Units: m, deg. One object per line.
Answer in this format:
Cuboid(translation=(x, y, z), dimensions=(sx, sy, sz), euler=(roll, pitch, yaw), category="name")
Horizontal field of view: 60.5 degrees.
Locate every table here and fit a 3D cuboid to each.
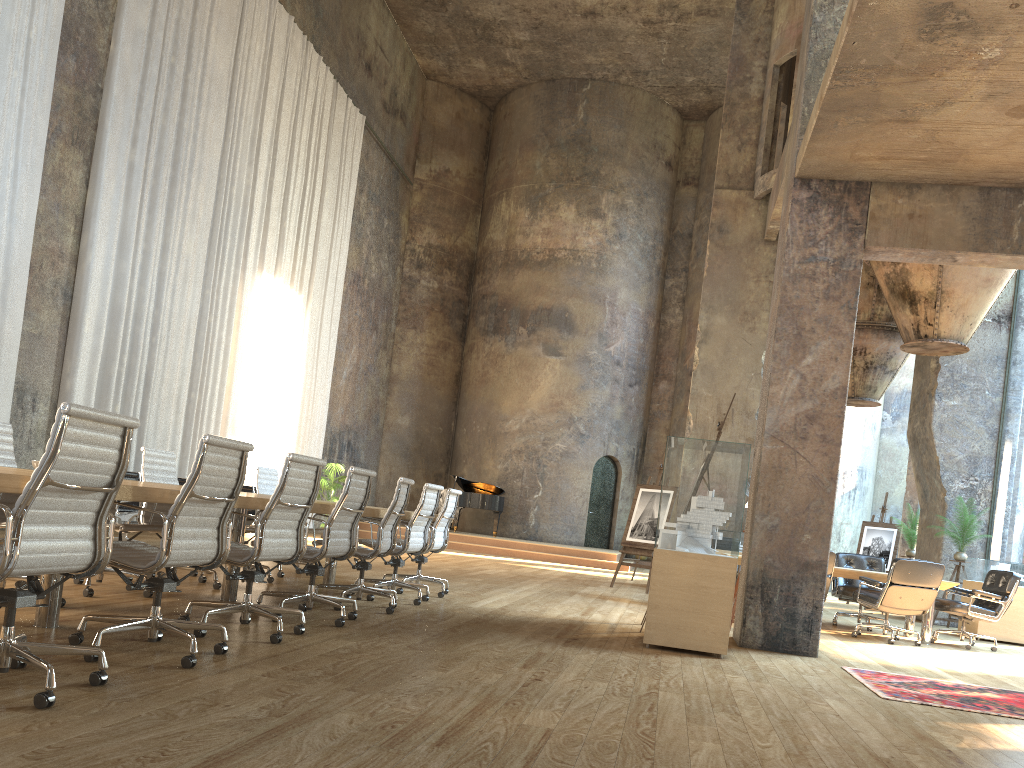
Cuboid(translation=(-2.120, 1.022, 5.489), dimensions=(1.597, 0.753, 7.804), euler=(5, -9, 11), category="table")
Cuboid(translation=(3.609, 2.435, 10.035), dimensions=(2.403, 0.696, 1.117), euler=(5, -7, 11), category="table")

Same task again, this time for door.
Cuboid(translation=(2.169, 2.887, 21.584), dimensions=(0.910, 2.284, 0.091), euler=(8, -2, -31), category="door")

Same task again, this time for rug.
Cuboid(translation=(3.550, 2.116, 5.729), dimensions=(2.456, 0.009, 1.362), euler=(5, -9, 11), category="rug")

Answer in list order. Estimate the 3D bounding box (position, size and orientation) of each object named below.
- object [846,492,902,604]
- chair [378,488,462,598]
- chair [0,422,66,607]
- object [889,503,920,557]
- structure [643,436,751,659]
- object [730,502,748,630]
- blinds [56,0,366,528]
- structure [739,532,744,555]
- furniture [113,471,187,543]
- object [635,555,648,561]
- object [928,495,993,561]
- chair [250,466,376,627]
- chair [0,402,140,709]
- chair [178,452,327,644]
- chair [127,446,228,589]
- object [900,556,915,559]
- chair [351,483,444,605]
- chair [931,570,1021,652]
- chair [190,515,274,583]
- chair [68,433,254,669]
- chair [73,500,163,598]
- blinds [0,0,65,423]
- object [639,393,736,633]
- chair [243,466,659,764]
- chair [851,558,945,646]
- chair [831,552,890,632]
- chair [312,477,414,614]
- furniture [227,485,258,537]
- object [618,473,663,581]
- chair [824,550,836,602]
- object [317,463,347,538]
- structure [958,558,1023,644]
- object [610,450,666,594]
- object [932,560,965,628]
Cuboid(translation=(6.630, 2.998, 15.916), dimensions=(0.697, 2.135, 0.692), euler=(5, -2, 40), category="object")
Cuboid(translation=(-0.878, 1.482, 8.389), dimensions=(0.696, 1.020, 0.672), euler=(6, -3, 16), category="chair")
Cuboid(translation=(-2.851, 0.737, 5.061), dimensions=(0.696, 1.020, 0.672), euler=(6, -3, 16), category="chair")
Cuboid(translation=(6.715, 2.441, 14.771), dimensions=(0.684, 0.934, 0.870), euler=(5, -5, 32), category="object")
Cuboid(translation=(1.390, 1.230, 6.673), dimensions=(0.593, 1.539, 0.749), euler=(6, -2, 11), category="structure")
Cuboid(translation=(2.339, 1.714, 8.212), dimensions=(0.569, 1.290, 0.664), euler=(6, -3, 11), category="object")
Cuboid(translation=(-4.242, -1.919, 14.332), dimensions=(0.274, 8.593, 7.912), euler=(7, -4, 12), category="blinds")
Cuboid(translation=(3.141, 2.692, 13.119), dimensions=(0.741, 1.009, 0.742), euler=(6, -4, 11), category="structure")
Cuboid(translation=(-4.231, 1.565, 10.979), dimensions=(0.706, 0.835, 1.893), euler=(6, -7, 11), category="furniture")
Cuboid(translation=(3.294, 3.881, 21.766), dimensions=(0.908, 0.985, 0.918), euler=(5, -5, 22), category="object")
Cuboid(translation=(6.261, 2.018, 12.354), dimensions=(0.856, 0.935, 0.695), euler=(6, -4, 13), category="object")
Cuboid(translation=(-1.309, 1.031, 5.772), dimensions=(0.696, 1.020, 0.672), euler=(6, -3, 16), category="chair")
Cuboid(translation=(-1.784, 0.569, 3.117), dimensions=(0.696, 1.020, 0.672), euler=(6, -3, 14), category="chair")
Cuboid(translation=(-1.468, 0.880, 4.906), dimensions=(0.696, 1.020, 0.673), euler=(6, -4, 19), category="chair")
Cuboid(translation=(-2.537, 1.042, 6.812), dimensions=(0.696, 1.020, 0.672), euler=(6, -3, 16), category="chair")
Cuboid(translation=(6.652, 3.381, 14.719), dimensions=(0.657, 0.967, 0.575), euler=(7, -3, 5), category="object")
Cuboid(translation=(-0.996, 1.337, 7.533), dimensions=(0.696, 1.020, 0.673), euler=(6, -4, 19), category="chair")
Cuboid(translation=(5.076, 2.475, 9.765), dimensions=(0.819, 0.887, 0.736), euler=(6, -4, 5), category="chair")
Cuboid(translation=(-2.377, 1.199, 7.715), dimensions=(0.696, 1.020, 0.672), euler=(6, -3, 14), category="chair")
Cuboid(translation=(-1.624, 0.726, 4.021), dimensions=(0.696, 1.020, 0.672), euler=(6, -3, 16), category="chair")
Cuboid(translation=(-2.693, 0.888, 5.927), dimensions=(0.696, 1.020, 0.673), euler=(6, -4, 19), category="chair")
Cuboid(translation=(-5.769, -3.401, 5.826), dimensions=(0.274, 8.593, 7.912), euler=(7, -4, 12), category="blinds")
Cuboid(translation=(1.560, 1.112, 7.559), dimensions=(0.683, 2.135, 0.706), euler=(7, -2, 10), category="object")
Cuboid(translation=(0.555, 1.614, 8.077), dimensions=(12.916, 1.025, 31.872), euler=(5, -9, 11), category="chair")
Cuboid(translation=(3.996, 2.269, 9.266), dimensions=(0.733, 0.887, 0.824), euler=(8, -5, -15), category="chair")
Cuboid(translation=(4.256, 2.518, 10.693), dimensions=(0.727, 0.887, 0.830), euler=(6, -5, 12), category="chair")
Cuboid(translation=(-1.139, 1.191, 6.689), dimensions=(0.697, 1.020, 0.671), euler=(6, -3, 10), category="chair")
Cuboid(translation=(-3.809, 1.975, 13.329), dimensions=(0.706, 0.835, 1.893), euler=(6, -7, 11), category="furniture")
Cuboid(translation=(2.235, 2.255, 14.517), dimensions=(0.680, 2.135, 0.709), euler=(6, -2, 37), category="object")
Cuboid(translation=(3.003, 2.173, 9.418), dimensions=(0.729, 0.887, 0.829), euler=(7, -5, 5), category="chair")
Cuboid(translation=(-3.500, 2.246, 16.870), dimensions=(1.091, 1.448, 1.138), euler=(7, -4, 2), category="object")
Cuboid(translation=(6.248, 2.775, 11.213), dimensions=(0.733, 1.009, 0.751), euler=(6, -4, 11), category="structure")
Cuboid(translation=(2.005, 1.941, 12.639), dimensions=(0.697, 2.135, 0.691), euler=(5, -2, 43), category="object")
Cuboid(translation=(6.286, 2.957, 12.232), dimensions=(0.666, 0.967, 0.568), euler=(10, -4, -43), category="object")
